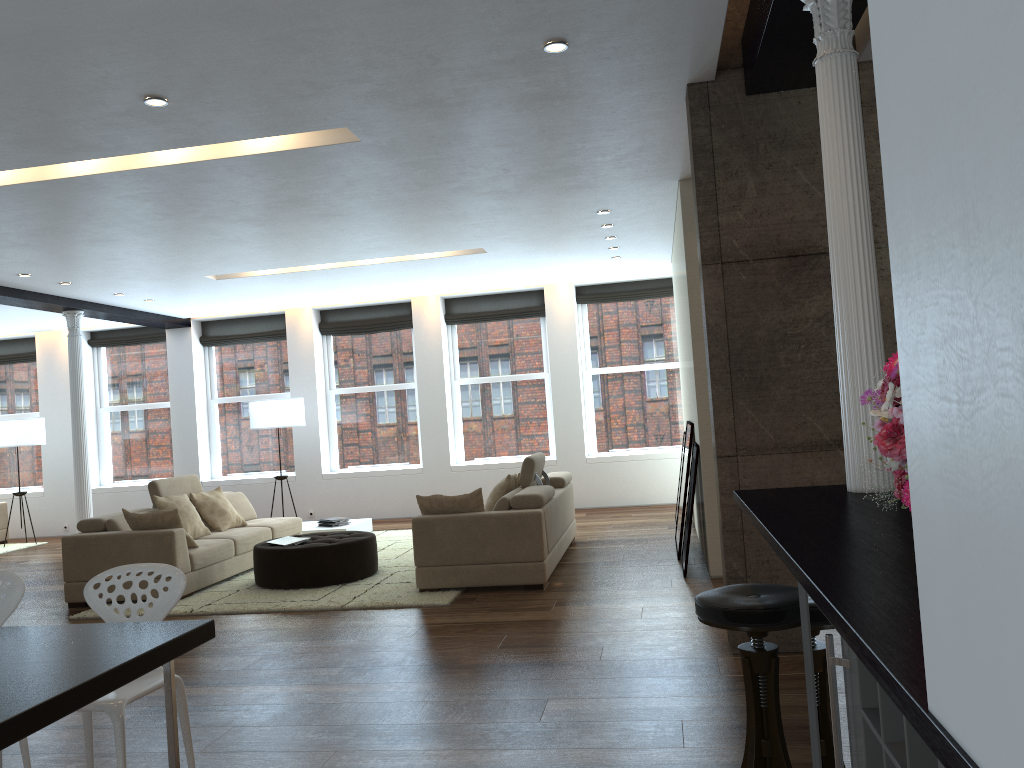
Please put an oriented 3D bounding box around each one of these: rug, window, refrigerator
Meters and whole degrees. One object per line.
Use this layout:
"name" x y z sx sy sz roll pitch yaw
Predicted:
"rug" -1.573 1.723 8.608 2.972 0.020 4.231 -4 -2 9
"window" -5.547 0.365 13.202 1.391 2.400 0.123 -4 -2 9
"window" -7.582 0.521 13.534 1.345 2.400 0.123 -4 -2 9
"rug" -8.701 2.313 11.063 4.231 0.020 2.972 -4 -2 9
"window" -3.764 0.229 12.911 1.432 2.400 0.123 -4 -2 9
"window" 1.729 -0.192 12.015 1.563 2.400 0.123 -4 -2 9
"refrigerator" 0.750 0.833 2.023 0.075 0.774 0.578 -5 -2 13
"window" -0.144 -0.049 12.321 1.443 2.400 0.123 -4 -2 9
"window" -1.957 0.090 12.616 1.442 2.400 0.123 -4 -2 9

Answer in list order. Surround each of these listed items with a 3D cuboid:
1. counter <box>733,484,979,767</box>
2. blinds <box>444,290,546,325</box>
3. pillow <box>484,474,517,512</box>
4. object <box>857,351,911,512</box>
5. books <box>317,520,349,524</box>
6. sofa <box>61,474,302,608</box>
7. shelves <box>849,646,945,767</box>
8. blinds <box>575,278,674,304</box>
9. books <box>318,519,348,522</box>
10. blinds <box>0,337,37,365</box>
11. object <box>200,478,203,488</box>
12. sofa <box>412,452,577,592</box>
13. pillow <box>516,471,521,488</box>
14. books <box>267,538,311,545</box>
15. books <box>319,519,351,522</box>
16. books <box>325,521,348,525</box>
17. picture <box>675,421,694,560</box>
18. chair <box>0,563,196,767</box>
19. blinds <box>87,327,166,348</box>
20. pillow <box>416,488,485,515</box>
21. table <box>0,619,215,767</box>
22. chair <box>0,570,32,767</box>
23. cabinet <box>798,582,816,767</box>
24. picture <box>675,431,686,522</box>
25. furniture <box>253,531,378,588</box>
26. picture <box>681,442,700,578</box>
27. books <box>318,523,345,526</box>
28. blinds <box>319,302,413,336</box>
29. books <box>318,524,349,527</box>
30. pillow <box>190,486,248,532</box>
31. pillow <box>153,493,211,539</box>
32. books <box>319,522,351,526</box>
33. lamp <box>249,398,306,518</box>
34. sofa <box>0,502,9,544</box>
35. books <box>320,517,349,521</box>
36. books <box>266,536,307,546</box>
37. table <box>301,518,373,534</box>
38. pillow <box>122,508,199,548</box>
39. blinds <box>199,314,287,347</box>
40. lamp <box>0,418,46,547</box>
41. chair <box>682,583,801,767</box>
"counter" 1.123 0.390 1.827 1.000 0.040 3.700 -4 -2 9
"blinds" -0.225 -1.062 12.293 1.442 0.393 0.156 -4 -2 9
"pillow" -0.106 0.992 7.688 0.301 0.439 0.534 -4 -2 6
"object" 0.995 0.103 1.793 0.570 0.552 0.544 -5 -2 15
"books" -2.067 1.589 10.238 0.300 0.010 0.220 -5 -2 34
"sofa" -2.969 1.349 8.410 1.021 0.950 2.581 -4 -2 9
"shelves" 0.994 0.835 0.825 0.900 0.897 1.700 -4 -2 9
"blinds" 1.644 -1.259 11.989 1.563 0.275 0.156 -4 -2 9
"books" -2.069 1.570 10.239 0.300 0.010 0.220 -6 -3 44
"blinds" -7.665 -0.492 13.507 1.342 0.393 0.156 -4 -2 9
"object" -4.245 1.647 12.028 0.458 0.781 0.458 -4 -2 8
"sofa" -0.069 1.127 7.937 1.021 0.950 2.581 -4 -2 9
"pillow" -0.016 1.017 8.306 0.368 0.416 0.519 -4 -2 5
"books" -1.907 1.347 7.583 0.300 0.031 0.219 -5 -2 24
"books" -2.050 1.579 10.257 0.300 0.010 0.220 -5 -2 24
"books" -2.049 1.599 10.256 0.220 0.010 0.300 -3 -2 -31
"picture" 1.557 0.919 8.032 0.225 1.140 1.183 -4 -2 9
"chair" -1.485 1.124 3.246 0.495 0.835 0.581 -4 -2 9
"blinds" -5.634 -0.707 13.177 1.396 0.275 0.156 -4 -2 9
"pillow" -0.462 1.015 6.975 0.518 0.393 0.395 -4 -2 6
"table" -2.703 1.238 2.532 3.400 0.733 1.200 -4 -2 9
"chair" -2.175 1.177 3.363 0.495 0.835 0.581 -4 -2 9
"cabinet" 1.184 0.860 1.980 0.900 0.897 0.642 -4 -2 9
"picture" 1.862 1.030 9.758 0.195 0.988 0.700 -4 -2 9
"furniture" -1.707 1.516 7.740 1.057 0.355 1.057 -4 -2 11
"picture" 1.409 0.970 7.020 0.195 0.988 0.700 -4 -2 9
"books" -2.066 1.609 10.238 0.300 0.010 0.220 -6 -3 44
"blinds" -2.036 -0.916 12.588 1.439 0.424 0.156 -4 -2 9
"books" -2.064 1.628 10.237 0.300 0.010 0.220 -6 -3 44
"pillow" -2.918 1.239 8.779 0.368 0.416 0.519 -5 -2 14
"pillow" -3.033 1.216 8.166 0.301 0.439 0.534 -5 -2 13
"books" -2.048 1.618 10.256 0.300 0.010 0.220 -5 -2 29
"lamp" -3.005 1.064 11.511 0.698 1.728 0.698 -5 -2 33
"sofa" -8.509 1.875 12.324 2.581 0.950 1.018 -4 -2 9
"books" -2.052 1.560 10.258 0.220 0.010 0.300 -2 -3 -41
"books" -1.925 1.340 7.564 0.301 0.040 0.220 -6 -3 44
"table" -2.205 1.732 10.351 0.900 0.170 0.900 -4 -2 9
"pillow" -2.921 1.203 7.376 0.518 0.393 0.395 -4 -2 13
"blinds" -3.849 -0.784 12.869 1.431 0.395 0.183 -4 -2 9
"lamp" -6.733 1.348 12.120 0.698 1.728 0.698 -5 -2 33
"chair" -2.294 1.408 4.115 21.556 0.952 16.134 -4 -2 9
